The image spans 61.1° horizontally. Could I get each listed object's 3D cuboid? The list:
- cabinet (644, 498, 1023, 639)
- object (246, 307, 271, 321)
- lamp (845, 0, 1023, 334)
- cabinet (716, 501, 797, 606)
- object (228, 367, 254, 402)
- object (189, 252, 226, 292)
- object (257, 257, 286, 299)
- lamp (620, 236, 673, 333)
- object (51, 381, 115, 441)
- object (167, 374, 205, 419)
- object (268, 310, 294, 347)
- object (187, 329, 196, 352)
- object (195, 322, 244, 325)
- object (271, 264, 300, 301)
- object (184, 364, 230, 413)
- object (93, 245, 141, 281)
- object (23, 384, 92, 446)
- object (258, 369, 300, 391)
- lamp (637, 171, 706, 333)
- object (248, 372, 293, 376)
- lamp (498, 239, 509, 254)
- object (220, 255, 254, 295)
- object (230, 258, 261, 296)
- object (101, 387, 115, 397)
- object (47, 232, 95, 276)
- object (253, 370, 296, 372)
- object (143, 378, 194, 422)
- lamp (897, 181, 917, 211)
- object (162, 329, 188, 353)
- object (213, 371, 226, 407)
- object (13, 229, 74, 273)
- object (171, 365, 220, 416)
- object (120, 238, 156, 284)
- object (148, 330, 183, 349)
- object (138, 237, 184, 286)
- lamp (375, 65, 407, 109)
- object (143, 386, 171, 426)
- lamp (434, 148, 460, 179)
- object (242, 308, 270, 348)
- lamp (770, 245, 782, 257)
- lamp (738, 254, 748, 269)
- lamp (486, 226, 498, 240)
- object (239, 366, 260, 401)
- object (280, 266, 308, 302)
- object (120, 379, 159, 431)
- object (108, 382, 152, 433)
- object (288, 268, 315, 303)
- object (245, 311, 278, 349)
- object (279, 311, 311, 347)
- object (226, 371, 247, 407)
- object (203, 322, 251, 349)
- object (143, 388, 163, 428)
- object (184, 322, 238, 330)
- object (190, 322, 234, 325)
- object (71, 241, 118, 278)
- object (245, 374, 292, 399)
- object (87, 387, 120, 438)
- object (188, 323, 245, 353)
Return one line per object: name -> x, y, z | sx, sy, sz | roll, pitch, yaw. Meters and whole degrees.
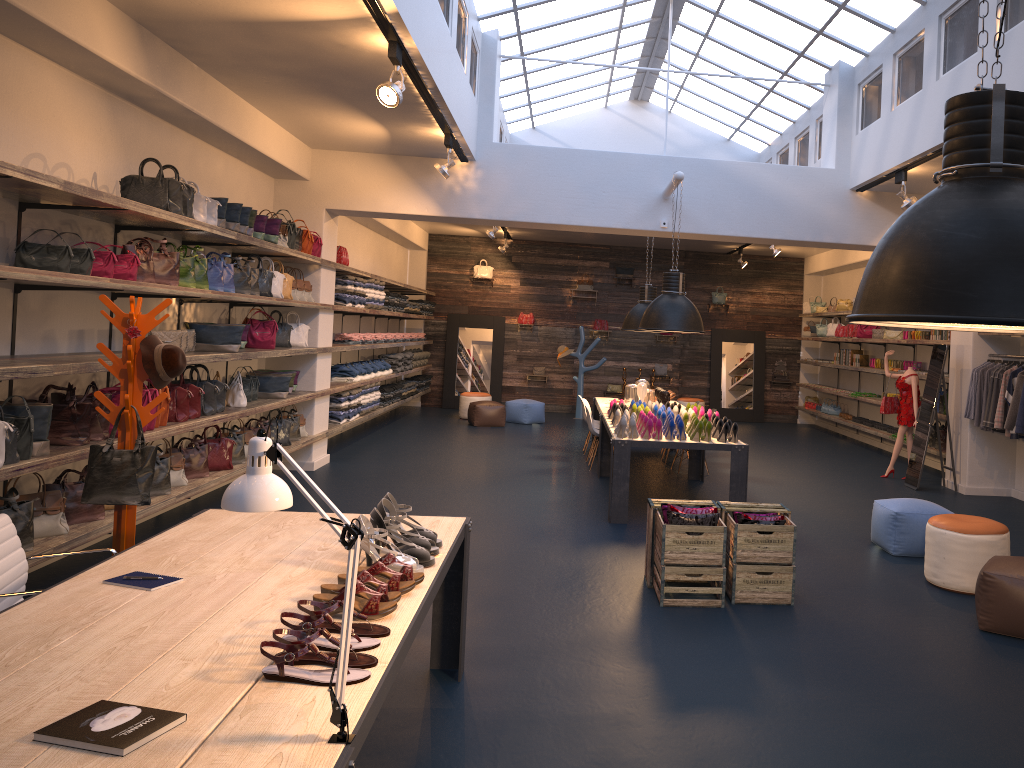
cabinet -> 2.188, 1.163, 5.538 | 2.726, 0.548, 0.764 | 4, 2, 10
object -> -2.491, -0.559, 8.494 | 0.316, 0.411, 0.125 | 3, 0, -32
lamp -> 1.264, -0.966, 2.278 | 0.754, 1.648, 0.645 | 3, 0, -33
cabinet -> 1.627, 1.117, 5.785 | 0.475, 0.548, 0.552 | 3, 1, -1
object -> -2.466, 0.008, 7.912 | 0.255, 0.329, 0.100 | 2, 0, -45
object -> -2.415, -0.876, 6.790 | 0.175, 0.305, 0.400 | 3, 2, 30
object -> -2.312, -1.000, 8.138 | 0.178, 0.386, 0.458 | 3, 1, 37
lamp -> 1.829, -1.519, 11.581 | 0.647, 1.648, 0.752 | 3, 0, 35
object -> -2.561, 0.156, 5.169 | 0.348, 0.356, 0.160 | 3, 0, -4
object -> -2.514, 0.061, 6.479 | 0.433, 0.386, 0.189 | 3, 0, -6
object -> -2.436, -0.569, 8.940 | 0.179, 0.386, 0.457 | 3, 1, 34
object -> -2.545, -0.339, 6.671 | 0.099, 0.175, 0.282 | 3, 2, 22
object -> -2.596, -0.420, 7.669 | 0.446, 0.236, 0.166 | 2, 1, -27
object -> -2.340, -1.025, 8.764 | 0.164, 0.367, 0.414 | 3, 1, 41
object -> -2.496, 0.031, 6.980 | 0.439, 0.386, 0.186 | 3, 0, -11
object -> -2.521, -0.764, 5.487 | 0.206, 0.243, 0.261 | 4, 2, 25
object -> -2.590, 0.174, 4.976 | 0.373, 0.339, 0.218 | 3, 1, 3
object -> -2.495, -0.034, 9.302 | 0.441, 0.236, 0.168 | 2, 1, -21
lamp -> 1.667, -1.358, 8.878 | 0.724, 1.648, 0.675 | 3, 0, -10
object -> -2.442, 0.003, 8.756 | 0.446, 0.236, 0.166 | 2, 1, -27
lamp -> -0.159, -2.620, 16.575 | 0.221, 0.328, 0.196 | 4, 1, 42
object -> -2.352, -0.920, 7.292 | 0.406, 0.339, 0.200 | 2, 1, -35
object -> -2.333, -0.935, 7.541 | 0.200, 0.339, 0.406 | 4, 2, 41
object -> -2.514, 0.176, 5.466 | 0.273, 0.298, 0.230 | 2, 1, -35
object -> -2.651, -0.768, 5.166 | 0.310, 0.276, 0.128 | 3, 0, -20
object -> -2.497, -0.023, 9.111 | 0.446, 0.236, 0.166 | 2, 1, -27
object -> -2.525, 0.083, 6.262 | 0.440, 0.386, 0.186 | 3, 0, -12
lamp -> 4.017, -1.907, 8.864 | 0.225, 0.328, 0.192 | 4, 0, 27
object -> -2.492, -0.318, 6.386 | 0.099, 0.175, 0.281 | 3, 2, 20
object -> -2.545, 0.041, 7.433 | 0.166, 0.309, 0.315 | 3, 1, -32
object -> -2.711, -0.762, 5.029 | 0.310, 0.276, 0.128 | 3, 0, -20
object -> -2.488, 0.045, 6.759 | 0.430, 0.386, 0.190 | 3, 0, -3
object -> -2.479, -0.815, 5.758 | 0.195, 0.305, 0.360 | 3, 2, -10
object -> -2.439, -0.297, 6.096 | 0.097, 0.175, 0.287 | 3, 2, 31
object -> -2.453, -0.843, 5.963 | 0.407, 0.339, 0.199 | 2, 1, -37
lamp -> -0.776, -1.984, 5.789 | 0.271, 0.315, 0.166 | 2, 1, -37
object -> -2.510, 0.113, 5.972 | 0.267, 0.362, 0.201 | 3, 1, -39
lamp -> -0.648, -2.138, 8.471 | 0.259, 0.328, 0.167 | 3, 0, -32
object -> -2.455, -0.535, 8.355 | 0.216, 0.385, 0.265 | 3, 1, 22
lamp -> 4.354, -2.233, 14.356 | 0.221, 0.328, 0.196 | 4, 1, 42
lamp -> 4.516, -2.390, 17.006 | 0.221, 0.328, 0.196 | 4, 1, 42
lamp -> -0.319, -2.464, 13.944 | 0.221, 0.328, 0.196 | 4, 1, 42
object -> -2.459, -0.002, 8.075 | 0.255, 0.329, 0.100 | 2, 0, -45
object -> -2.323, -1.042, 9.042 | 0.164, 0.367, 0.414 | 3, 1, 41
object -> -2.476, 0.139, 5.717 | 0.231, 0.342, 0.288 | 4, 1, 31
object -> -2.483, 0.146, 5.605 | 0.231, 0.342, 0.288 | 4, 1, 31
object -> -2.308, -1.057, 9.295 | 0.164, 0.367, 0.414 | 3, 1, 41
object -> -2.380, -0.512, 8.239 | 0.206, 0.362, 0.261 | 3, 1, 25
object -> -2.346, -0.584, 9.257 | 0.177, 0.386, 0.460 | 3, 1, 43
object -> -2.418, 0.038, 7.593 | 0.166, 0.309, 0.315 | 3, 1, -32
object -> -2.603, -0.433, 7.872 | 0.441, 0.236, 0.168 | 2, 1, -21
object -> -2.517, 0.119, 5.858 | 0.267, 0.362, 0.201 | 3, 1, -39
object -> -2.597, -0.409, 7.489 | 0.443, 0.236, 0.167 | 2, 1, -23
object -> -2.439, -0.383, 7.177 | 0.448, 0.232, 0.165 | 2, 1, -29
object -> -2.595, -0.758, 5.319 | 0.205, 0.243, 0.262 | 4, 2, 27
object -> -2.358, 0.026, 8.409 | 0.442, 0.232, 0.168 | 2, 1, -22
object -> -2.491, 0.178, 5.364 | 0.258, 0.300, 0.343 | 4, 2, 28
object -> -2.390, -0.371, 7.021 | 0.441, 0.232, 0.168 | 2, 1, -21
